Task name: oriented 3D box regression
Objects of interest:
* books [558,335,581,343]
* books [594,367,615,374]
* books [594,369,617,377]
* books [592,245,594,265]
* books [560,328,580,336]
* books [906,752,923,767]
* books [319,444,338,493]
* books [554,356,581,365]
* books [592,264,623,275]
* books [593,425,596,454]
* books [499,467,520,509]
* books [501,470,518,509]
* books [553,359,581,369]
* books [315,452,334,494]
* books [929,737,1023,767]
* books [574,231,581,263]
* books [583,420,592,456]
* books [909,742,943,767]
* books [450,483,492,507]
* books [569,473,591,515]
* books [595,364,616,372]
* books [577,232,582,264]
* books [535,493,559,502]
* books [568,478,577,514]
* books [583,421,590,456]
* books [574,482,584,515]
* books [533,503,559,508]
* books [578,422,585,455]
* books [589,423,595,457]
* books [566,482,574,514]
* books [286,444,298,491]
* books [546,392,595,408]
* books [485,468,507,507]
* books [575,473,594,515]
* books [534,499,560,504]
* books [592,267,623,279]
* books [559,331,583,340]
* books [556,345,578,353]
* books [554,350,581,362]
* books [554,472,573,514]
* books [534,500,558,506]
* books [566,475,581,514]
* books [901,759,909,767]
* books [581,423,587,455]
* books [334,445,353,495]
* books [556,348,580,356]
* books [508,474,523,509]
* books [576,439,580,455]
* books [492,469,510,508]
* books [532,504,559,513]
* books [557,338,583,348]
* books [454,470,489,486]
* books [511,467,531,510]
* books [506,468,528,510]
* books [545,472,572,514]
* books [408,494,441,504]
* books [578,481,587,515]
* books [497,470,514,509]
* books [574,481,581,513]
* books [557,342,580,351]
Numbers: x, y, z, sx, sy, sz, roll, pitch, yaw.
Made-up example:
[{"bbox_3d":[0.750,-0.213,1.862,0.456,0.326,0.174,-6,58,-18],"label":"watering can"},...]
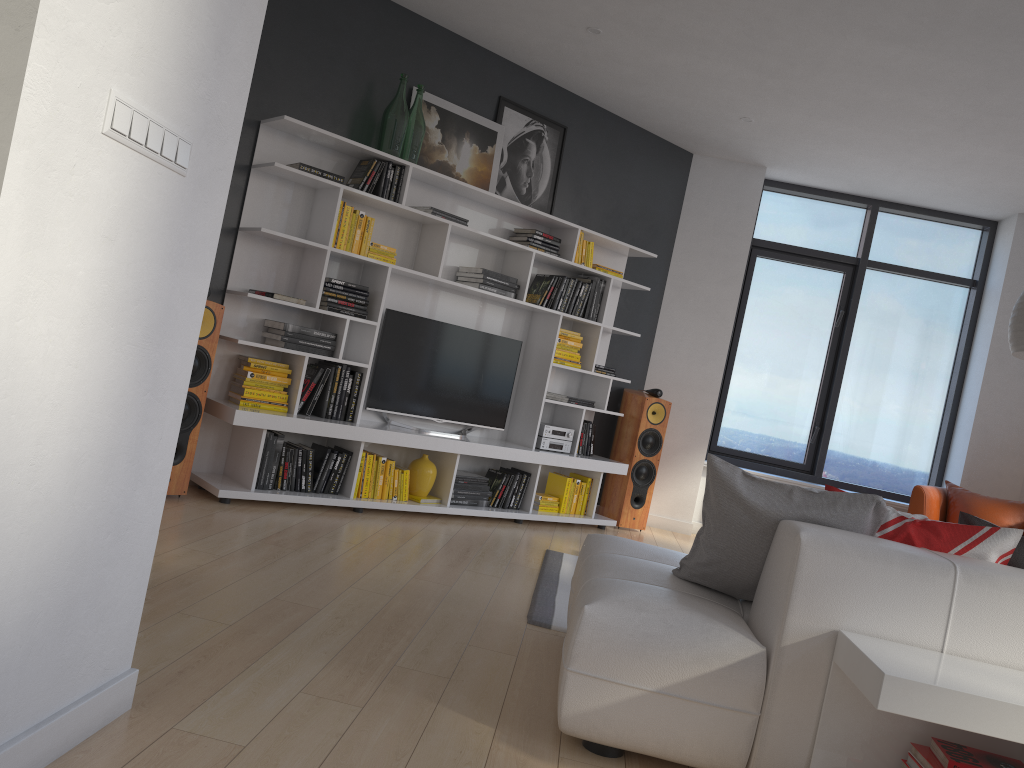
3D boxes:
[{"bbox_3d":[0.355,-0.328,6.312,0.227,0.022,0.160,12,1,-24],"label":"books"},{"bbox_3d":[0.636,-0.106,6.495,0.198,0.015,0.142,11,1,-41],"label":"books"},{"bbox_3d":[0.634,-0.087,6.494,0.213,0.023,0.161,11,1,-36],"label":"books"},{"bbox_3d":[0.521,-0.905,6.248,0.044,0.184,0.142,11,1,-39],"label":"books"},{"bbox_3d":[0.352,-0.377,6.325,0.223,0.023,0.163,11,1,-36],"label":"books"},{"bbox_3d":[1.096,0.950,2.094,0.269,0.028,0.179,12,1,7],"label":"books"},{"bbox_3d":[-1.105,0.490,5.135,0.075,0.254,0.192,11,1,-41],"label":"books"},{"bbox_3d":[0.330,-0.177,6.298,0.257,0.024,0.203,11,1,-37],"label":"books"},{"bbox_3d":[0.640,-0.827,6.412,0.257,0.024,0.203,11,1,-37],"label":"books"},{"bbox_3d":[0.536,0.401,6.558,0.077,0.233,0.179,11,1,-40],"label":"books"},{"bbox_3d":[-0.053,0.702,6.014,0.075,0.254,0.192,11,1,-41],"label":"books"},{"bbox_3d":[-0.055,0.709,5.979,0.069,0.242,0.172,11,1,-39],"label":"books"},{"bbox_3d":[0.332,-0.151,6.293,0.257,0.028,0.194,11,1,-35],"label":"books"},{"bbox_3d":[-1.109,0.497,5.100,0.069,0.242,0.172,11,1,-39],"label":"books"},{"bbox_3d":[1.112,0.900,2.087,0.206,0.029,0.152,12,1,11],"label":"books"},{"bbox_3d":[0.403,-0.951,6.132,0.041,0.229,0.161,11,1,-41],"label":"books"},{"bbox_3d":[0.505,0.386,6.498,0.066,0.255,0.193,11,1,-40],"label":"books"},{"bbox_3d":[1.100,0.924,2.097,0.254,0.025,0.178,12,1,5],"label":"books"},{"bbox_3d":[-0.345,0.701,5.810,0.343,0.137,0.277,11,1,-45],"label":"books"},{"bbox_3d":[0.473,0.799,6.460,0.029,0.270,0.204,11,1,-40],"label":"books"},{"bbox_3d":[0.632,-0.126,6.508,0.213,0.023,0.161,11,1,-36],"label":"books"},{"bbox_3d":[0.408,-0.948,6.161,0.041,0.224,0.163,11,1,-41],"label":"books"},{"bbox_3d":[0.217,0.795,6.250,0.186,0.026,0.138,11,1,-40],"label":"books"},{"bbox_3d":[0.372,0.788,6.369,0.019,0.251,0.180,11,1,-40],"label":"books"},{"bbox_3d":[0.489,0.388,6.471,0.050,0.242,0.169,11,1,-40],"label":"books"},{"bbox_3d":[0.434,0.809,6.417,0.024,0.234,0.172,11,1,-40],"label":"books"},{"bbox_3d":[0.214,0.845,6.246,0.196,0.011,0.148,11,1,-40],"label":"books"},{"bbox_3d":[0.444,0.382,6.453,0.053,0.240,0.189,11,1,-39],"label":"books"},{"bbox_3d":[0.531,0.397,6.512,0.066,0.242,0.177,11,1,-40],"label":"books"},{"bbox_3d":[0.365,0.800,6.341,0.024,0.229,0.156,11,1,-40],"label":"books"},{"bbox_3d":[-1.257,0.466,4.975,0.050,0.242,0.169,11,1,-40],"label":"books"},{"bbox_3d":[0.412,0.112,6.409,0.310,0.047,0.250,11,1,-44],"label":"books"},{"bbox_3d":[-0.145,0.694,5.932,0.104,0.234,0.182,11,1,-40],"label":"books"},{"bbox_3d":[0.488,0.801,6.484,0.025,0.270,0.213,11,1,-40],"label":"books"},{"bbox_3d":[0.223,0.817,6.243,0.187,0.014,0.134,11,1,-40],"label":"books"},{"bbox_3d":[0.643,-0.801,6.407,0.257,0.028,0.194,11,1,-35],"label":"books"},{"bbox_3d":[0.368,-0.349,6.314,0.223,0.023,0.163,11,1,-36],"label":"books"},{"bbox_3d":[0.339,-0.256,6.289,0.217,0.023,0.145,11,1,-36],"label":"books"},{"bbox_3d":[0.335,-0.210,6.302,0.243,0.042,0.189,11,1,-40],"label":"books"},{"bbox_3d":[0.342,0.777,6.346,0.015,0.263,0.199,11,1,-40],"label":"books"},{"bbox_3d":[0.225,0.833,6.227,0.169,0.018,0.113,11,1,-38],"label":"books"},{"bbox_3d":[0.394,0.792,6.384,0.035,0.250,0.185,11,1,-40],"label":"books"},{"bbox_3d":[1.089,0.976,2.111,0.261,0.028,0.191,12,1,5],"label":"books"},{"bbox_3d":[0.467,0.387,6.463,0.049,0.236,0.170,11,1,-39],"label":"books"},{"bbox_3d":[-1.030,0.503,5.197,0.066,0.260,0.197,11,1,-40],"label":"books"},{"bbox_3d":[0.330,-0.240,6.310,0.251,0.014,0.189,11,1,-37],"label":"books"},{"bbox_3d":[-0.030,0.714,6.026,0.068,0.243,0.179,11,1,-41],"label":"books"},{"bbox_3d":[0.421,0.361,6.435,0.053,0.268,0.202,11,1,-40],"label":"books"},{"bbox_3d":[-0.122,0.699,5.957,0.096,0.234,0.187,11,1,-39],"label":"books"},{"bbox_3d":[0.211,0.867,6.242,0.190,0.033,0.147,11,1,-40],"label":"books"},{"bbox_3d":[0.356,-0.300,6.315,0.239,0.033,0.176,11,1,-37],"label":"books"},{"bbox_3d":[-0.344,0.607,5.822,0.310,0.047,0.250,11,1,-44],"label":"books"},{"bbox_3d":[0.022,0.714,6.076,0.066,0.260,0.197,11,1,-40],"label":"books"},{"bbox_3d":[-0.004,0.714,6.053,0.084,0.249,0.191,11,1,-40],"label":"books"},{"bbox_3d":[0.320,0.775,6.324,0.044,0.255,0.198,11,1,-40],"label":"books"},{"bbox_3d":[-0.608,0.704,5.577,0.270,0.029,0.204,12,1,35],"label":"books"},{"bbox_3d":[0.451,0.812,6.437,0.024,0.234,0.172,11,1,-40],"label":"books"},{"bbox_3d":[-0.090,0.705,5.967,0.081,0.233,0.169,11,1,-41],"label":"books"},{"bbox_3d":[0.413,0.802,6.405,0.023,0.239,0.169,11,1,-40],"label":"books"},{"bbox_3d":[0.341,-0.276,6.310,0.239,0.019,0.171,11,1,-40],"label":"books"}]
